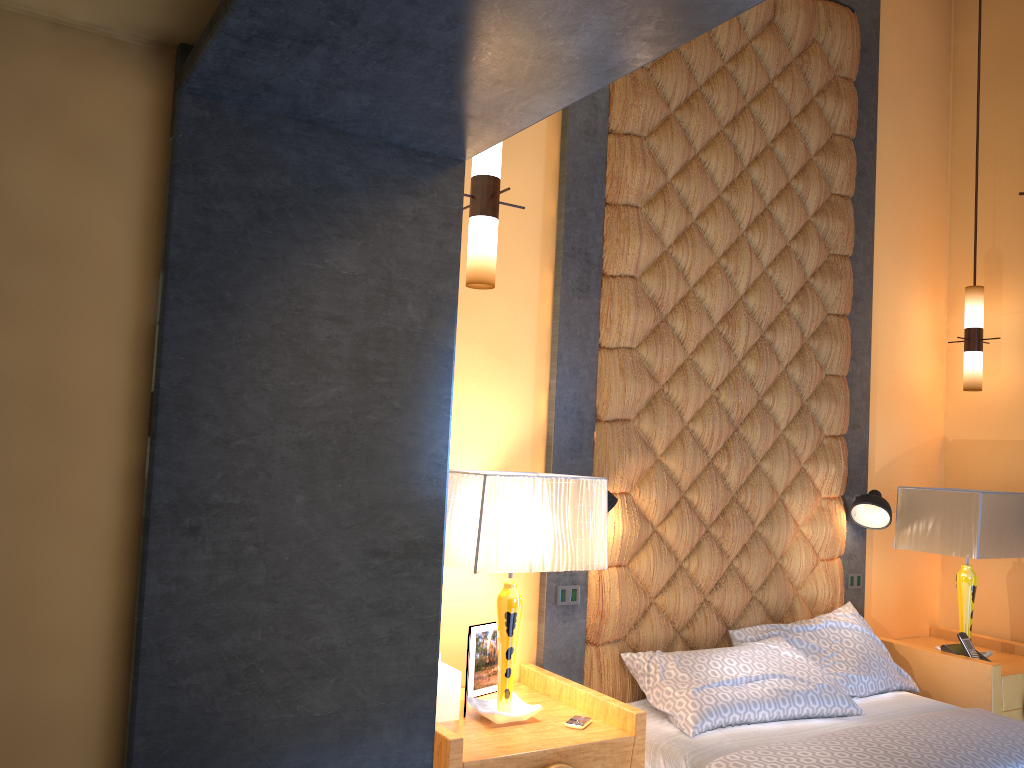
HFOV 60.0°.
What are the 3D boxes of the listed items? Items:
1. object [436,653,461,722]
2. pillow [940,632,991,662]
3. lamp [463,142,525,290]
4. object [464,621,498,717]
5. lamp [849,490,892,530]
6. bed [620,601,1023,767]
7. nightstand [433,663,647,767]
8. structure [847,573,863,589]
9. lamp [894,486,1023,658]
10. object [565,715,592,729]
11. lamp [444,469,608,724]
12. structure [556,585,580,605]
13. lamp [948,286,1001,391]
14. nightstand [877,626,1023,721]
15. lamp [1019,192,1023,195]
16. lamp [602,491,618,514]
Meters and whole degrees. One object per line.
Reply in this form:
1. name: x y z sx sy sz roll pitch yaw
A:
1. object: -0.265 0.975 2.902 0.130 0.210 0.173 5 -4 -31
2. pillow: 2.320 1.254 2.778 1.146 0.406 2.632 2 -5 10
3. lamp: -0.079 -0.547 2.586 0.199 0.531 0.199 2 -4 14
4. object: -0.120 0.975 3.085 0.077 0.254 0.386 2 -4 19
5. lamp: 1.898 0.620 4.203 0.568 0.218 0.231 2 -4 16
6. bed: 1.441 1.348 3.034 1.890 0.823 2.108 6 -5 -31
7. nightstand: -0.061 1.374 2.890 0.709 0.699 0.721 5 -5 -31
8. structure: 1.671 0.962 4.329 0.103 0.071 0.016 5 -4 -31
9. lamp: 2.150 0.904 4.203 0.506 0.801 0.424 5 -4 -31
10. object: 0.216 1.098 2.873 0.064 0.018 0.111 1 -5 24
11. lamp: -0.012 0.696 2.934 0.506 0.801 0.424 5 -4 -31
12. structure: 0.216 0.819 3.440 0.103 0.071 0.016 5 -4 -31
13. lamp: 2.352 -0.230 4.518 0.199 0.531 0.199 2 -4 14
14. nightstand: 2.168 1.598 4.253 0.681 0.689 0.720 5 -5 -31
15. lamp: 1.911 -1.281 2.125 1.141 2.166 1.142 3 -4 -9
16. lamp: 0.294 0.463 3.374 0.214 0.189 0.186 3 -4 -4
